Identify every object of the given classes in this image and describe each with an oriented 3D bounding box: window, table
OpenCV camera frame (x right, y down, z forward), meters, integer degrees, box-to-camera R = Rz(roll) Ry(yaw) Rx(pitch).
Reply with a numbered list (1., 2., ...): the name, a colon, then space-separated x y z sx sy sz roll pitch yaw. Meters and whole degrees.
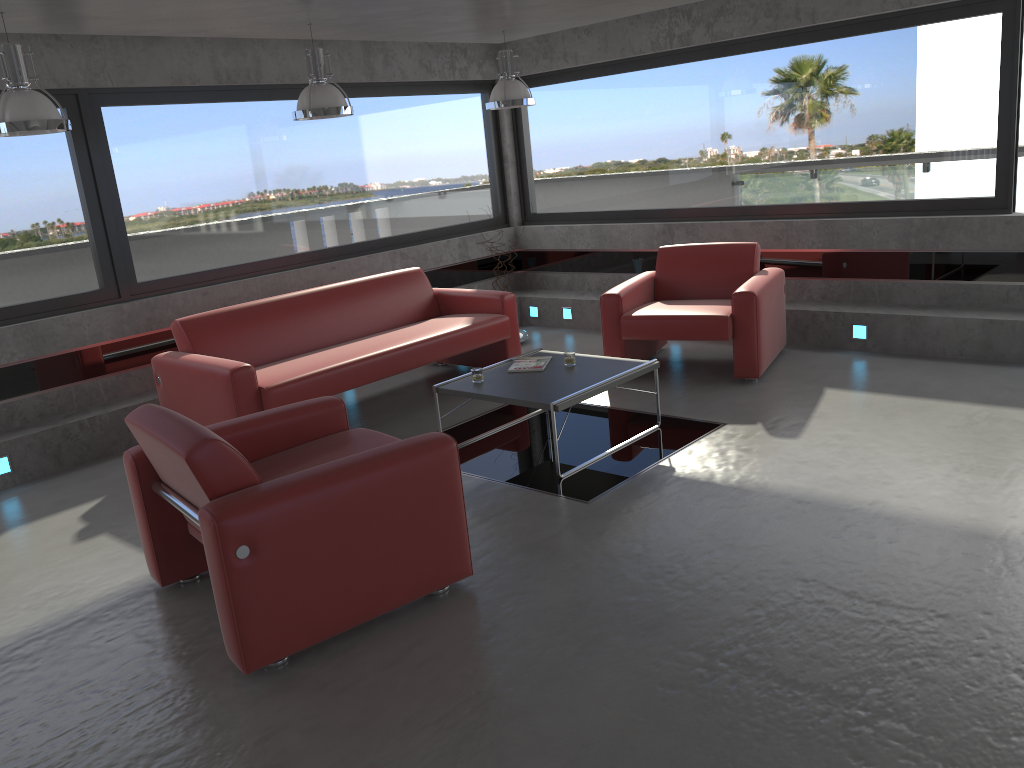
1. window: -2.800 -1.400 6.526 0.003 1.364 7.800 8 20 42
2. table: 0.229 0.137 5.476 0.994 0.436 1.018 8 20 42
3. window: 1.807 -2.210 7.800 4.583 1.364 0.003 8 20 42

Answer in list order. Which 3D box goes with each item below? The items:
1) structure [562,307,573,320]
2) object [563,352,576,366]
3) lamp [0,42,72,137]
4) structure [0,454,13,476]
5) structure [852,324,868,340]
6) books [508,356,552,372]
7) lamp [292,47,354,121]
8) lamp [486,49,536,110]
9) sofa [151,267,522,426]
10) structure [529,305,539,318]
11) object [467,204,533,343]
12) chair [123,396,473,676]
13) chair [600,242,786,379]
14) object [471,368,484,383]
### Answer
1. structure: 0.544 -0.691 8.726 0.123 0.123 0.004 8 20 42
2. object: 0.364 -0.157 5.578 0.079 0.077 0.079 -17 19 -37
3. lamp: -2.424 -1.451 4.362 0.389 0.422 0.388 8 20 42
4. structure: -3.241 0.523 5.621 0.004 0.123 0.123 8 20 42
5. structure: 2.671 -0.400 6.814 0.123 0.123 0.004 8 20 42
6. books: 0.117 -0.131 5.683 0.228 0.022 0.326 -2 15 13
7. lamp: -1.227 -1.910 5.625 0.389 0.422 0.388 8 20 42
8. lamp: -0.029 -2.369 6.888 0.388 0.422 0.389 3 17 31
9. sofa: -1.162 -0.271 6.579 1.120 0.854 2.626 8 20 42
10. structure: 0.223 -0.735 9.014 0.123 0.123 0.004 8 20 42
11. object: -0.095 -1.018 8.267 0.466 1.289 0.531 -16 18 -33
12. chair: -0.925 0.431 3.848 1.130 0.854 1.196 -17 18 -35
13. chair: 1.394 -0.591 6.797 1.196 0.854 1.130 2 17 27
14. object: -0.209 -0.053 5.404 0.079 0.077 0.079 1 16 26
